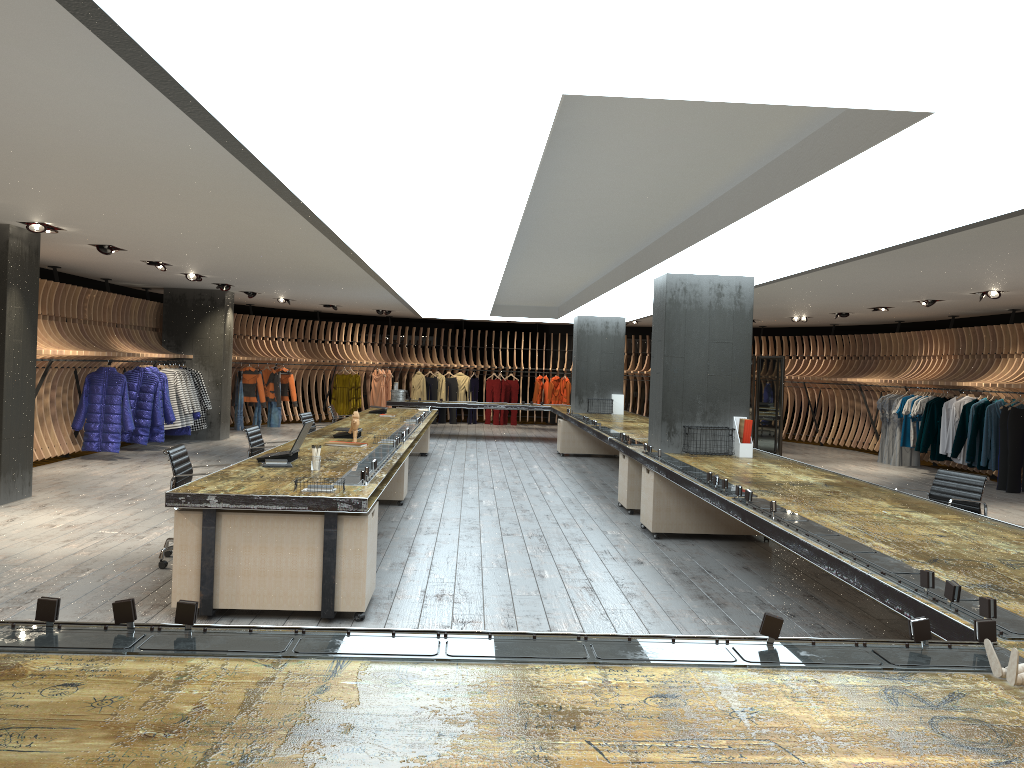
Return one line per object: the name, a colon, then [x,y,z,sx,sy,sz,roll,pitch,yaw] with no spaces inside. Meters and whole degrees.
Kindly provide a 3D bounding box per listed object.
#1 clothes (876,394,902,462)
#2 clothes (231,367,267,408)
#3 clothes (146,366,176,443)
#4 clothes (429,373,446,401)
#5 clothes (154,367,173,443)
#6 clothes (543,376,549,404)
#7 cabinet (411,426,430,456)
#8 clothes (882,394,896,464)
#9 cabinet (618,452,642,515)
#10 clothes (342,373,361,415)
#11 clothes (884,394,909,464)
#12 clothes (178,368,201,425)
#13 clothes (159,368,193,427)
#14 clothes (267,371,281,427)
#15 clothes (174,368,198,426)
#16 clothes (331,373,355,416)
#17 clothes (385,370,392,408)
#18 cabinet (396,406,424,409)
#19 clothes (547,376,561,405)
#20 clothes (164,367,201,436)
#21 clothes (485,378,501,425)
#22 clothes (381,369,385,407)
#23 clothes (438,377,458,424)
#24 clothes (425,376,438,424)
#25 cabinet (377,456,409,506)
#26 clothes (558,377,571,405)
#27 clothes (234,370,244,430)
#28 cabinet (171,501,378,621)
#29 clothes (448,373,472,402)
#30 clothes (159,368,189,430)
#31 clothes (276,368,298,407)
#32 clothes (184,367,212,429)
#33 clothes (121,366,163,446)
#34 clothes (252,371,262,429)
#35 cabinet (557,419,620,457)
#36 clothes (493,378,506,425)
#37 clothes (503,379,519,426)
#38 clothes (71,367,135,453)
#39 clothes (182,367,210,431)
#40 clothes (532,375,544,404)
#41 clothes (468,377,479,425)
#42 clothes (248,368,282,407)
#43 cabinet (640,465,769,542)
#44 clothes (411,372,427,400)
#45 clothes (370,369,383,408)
clothes: [7.170,0.906,16.579,0.677,1.434,0.204,2,0,12]
clothes: [-5.706,0.067,19.181,0.839,0.881,0.201,2,0,13]
clothes: [-5.864,0.339,14.259,0.883,1.246,0.249,2,0,-6]
clothes: [-1.949,0.143,23.121,0.705,0.889,0.250,2,0,38]
clothes: [-5.951,0.335,14.434,0.885,1.239,0.245,2,0,-6]
clothes: [0.928,0.219,23.628,0.201,0.881,0.839,2,1,3]
cabinet: [-1.974,0.871,15.052,1.131,0.630,0.593,2,1,-3]
clothes: [7.177,0.909,16.439,0.677,1.434,0.204,2,0,-13]
cabinet: [1.793,1.104,9.842,1.131,0.630,0.593,2,1,-3]
clothes: [-3.986,0.257,21.786,0.665,1.045,0.168,2,0,28]
clothes: [7.182,0.912,16.298,0.677,1.434,0.204,2,0,12]
clothes: [-5.843,0.246,15.617,0.752,1.062,0.128,2,0,-4]
clothes: [-5.824,0.255,15.176,0.752,1.062,0.128,2,0,-4]
clothes: [-5.356,0.417,19.976,0.309,1.421,0.200,2,0,-30]
clothes: [-5.836,0.250,15.438,0.752,1.062,0.128,2,0,-4]
clothes: [-4.112,0.255,21.654,0.665,1.045,0.168,2,0,28]
clothes: [-3.162,0.210,22.460,0.125,1.156,0.447,2,0,-38]
cabinet: [-2.135,0.795,18.750,0.593,0.630,1.132,2,1,-3]
clothes: [1.135,0.227,23.567,0.201,0.881,0.839,2,1,28]
clothes: [-5.984,0.307,15.816,0.885,1.239,0.245,2,0,-6]
clothes: [-0.507,0.518,23.522,0.552,1.337,0.093,2,0,43]
clothes: [-3.300,0.207,22.369,0.125,1.156,0.447,2,0,-33]
clothes: [-1.672,0.478,23.214,0.539,1.353,0.087,2,0,22]
clothes: [-2.152,0.464,23.023,0.539,1.353,0.087,2,0,32]
cabinet: [-1.742,0.979,9.851,1.131,0.630,0.593,2,1,-3]
clothes: [1.378,0.236,23.527,0.201,0.881,0.839,2,1,-22]
clothes: [-5.785,0.423,18.868,0.200,1.421,0.309,2,0,-25]
cabinet: [-1.440,1.072,5.521,1.131,0.630,0.593,2,1,-3]
clothes: [-1.380,0.157,23.308,0.705,0.889,0.250,2,0,18]
clothes: [-5.814,0.260,14.941,0.752,1.062,0.128,2,0,-4]
clothes: [-5.234,0.064,20.219,0.839,0.881,0.201,2,0,28]
clothes: [-5.862,0.291,16.168,0.799,1.185,0.191,2,0,-2]
clothes: [-6.016,0.345,14.111,0.880,1.260,0.242,2,0,-6]
clothes: [-5.587,0.420,19.428,0.200,1.421,0.309,2,0,-10]
cabinet: [1.403,0.974,15.886,1.131,0.630,0.593,2,1,-3]
clothes: [-0.342,0.523,23.544,0.093,1.337,0.552,2,0,-32]
clothes: [-0.055,0.533,23.573,0.552,1.337,0.093,2,0,38]
clothes: [-5.876,0.370,12.723,0.885,1.239,0.245,2,0,-6]
clothes: [-5.845,0.295,15.981,0.807,1.187,0.192,2,0,-2]
clothes: [0.697,0.211,23.583,0.201,0.881,0.839,2,1,13]
clothes: [-1.026,0.493,23.421,0.087,1.352,0.539,2,0,22]
clothes: [-5.448,0.069,19.684,0.839,0.881,0.201,2,0,18]
cabinet: [1.852,1.132,8.490,1.131,0.630,0.593,2,1,-3]
clothes: [-2.425,0.131,22.891,0.250,0.889,0.705,2,0,-42]
clothes: [-3.393,0.205,22.299,0.447,1.156,0.125,2,0,32]
